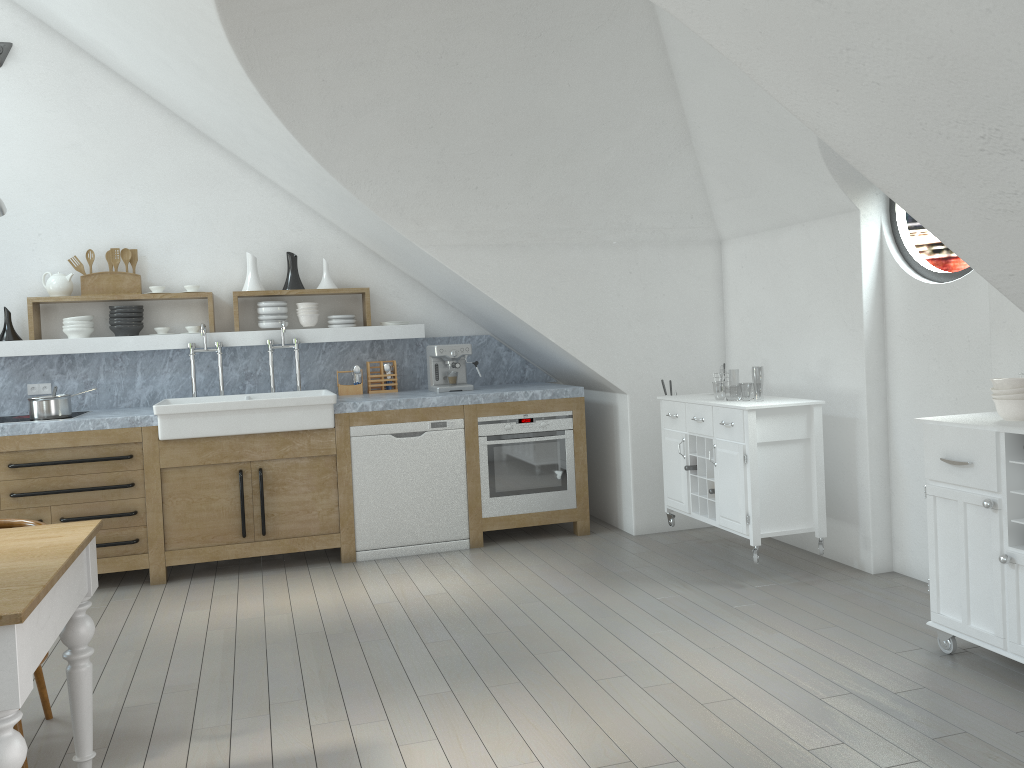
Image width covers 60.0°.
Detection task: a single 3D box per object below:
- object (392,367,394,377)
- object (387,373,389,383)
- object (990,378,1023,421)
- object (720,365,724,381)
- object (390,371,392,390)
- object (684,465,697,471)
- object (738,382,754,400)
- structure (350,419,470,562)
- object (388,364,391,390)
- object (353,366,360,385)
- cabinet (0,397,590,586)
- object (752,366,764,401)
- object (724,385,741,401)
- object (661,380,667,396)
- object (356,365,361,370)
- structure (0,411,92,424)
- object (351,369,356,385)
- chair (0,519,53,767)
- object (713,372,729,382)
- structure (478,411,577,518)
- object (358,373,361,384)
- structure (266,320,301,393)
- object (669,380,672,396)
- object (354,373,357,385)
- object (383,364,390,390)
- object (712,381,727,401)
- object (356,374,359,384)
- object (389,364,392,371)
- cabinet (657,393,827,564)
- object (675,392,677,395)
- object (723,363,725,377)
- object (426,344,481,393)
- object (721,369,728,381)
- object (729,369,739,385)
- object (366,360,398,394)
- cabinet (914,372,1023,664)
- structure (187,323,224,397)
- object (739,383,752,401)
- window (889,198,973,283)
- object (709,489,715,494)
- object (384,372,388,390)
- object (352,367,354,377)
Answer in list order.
[{"bbox_3d":[-0.837,-0.035,6.183,0.044,0.178,0.019,-4,2,-39],"label":"object"},{"bbox_3d":[-0.862,-0.042,6.174,0.018,0.196,0.023,-3,1,-9],"label":"object"},{"bbox_3d":[1.864,0.056,3.291,0.158,0.160,0.154,-2,2,12],"label":"object"},{"bbox_3d":[1.258,-0.033,5.314,0.024,0.164,0.039,-3,1,-4],"label":"object"},{"bbox_3d":[-0.842,-0.043,6.163,0.022,0.196,0.019,-3,1,-15],"label":"object"},{"bbox_3d":[1.128,0.471,5.036,0.317,0.085,0.082,-3,2,-16],"label":"object"},{"bbox_3d":[1.295,0.041,4.859,0.093,0.093,0.094,-4,2,-29],"label":"object"},{"bbox_3d":[-0.702,0.634,5.710,0.724,0.822,0.599,-3,2,-16],"label":"structure"},{"bbox_3d":[-0.850,-0.042,6.156,0.018,0.196,0.020,-3,1,6],"label":"object"},{"bbox_3d":[-1.054,-0.031,6.064,0.040,0.192,0.042,-2,1,20],"label":"object"},{"bbox_3d":[-2.716,0.766,5.284,6.431,1.021,1.004,-4,2,-16],"label":"cabinet"},{"bbox_3d":[1.313,0.001,4.726,0.063,0.187,0.063,-4,2,-31],"label":"object"},{"bbox_3d":[1.206,0.051,4.837,0.077,0.085,0.077,-4,2,-29],"label":"object"},{"bbox_3d":[0.970,0.106,5.491,0.029,0.268,0.088,-4,2,-43],"label":"object"},{"bbox_3d":[-1.068,-0.033,6.110,0.040,0.192,0.042,-2,1,21],"label":"object"},{"bbox_3d":[-2.902,0.224,5.175,0.737,0.041,0.648,-4,3,-16],"label":"structure"},{"bbox_3d":[-1.081,-0.017,6.068,0.019,0.178,0.044,-2,2,39],"label":"object"},{"bbox_3d":[-1.822,0.872,2.964,0.527,0.734,0.621,-3,2,-20],"label":"chair"},{"bbox_3d":[1.263,-0.001,5.339,0.067,0.137,0.101,-3,2,-16],"label":"object"},{"bbox_3d":[0.019,0.494,5.917,0.632,0.636,0.631,-3,2,-16],"label":"structure"},{"bbox_3d":[-1.044,-0.019,6.074,0.019,0.178,0.044,-3,2,-32],"label":"object"},{"bbox_3d":[-1.445,-0.150,5.792,0.214,0.529,0.332,-4,2,-36],"label":"structure"},{"bbox_3d":[0.985,0.108,5.438,0.029,0.268,0.088,-2,1,10],"label":"object"},{"bbox_3d":[-1.075,-0.028,6.096,0.018,0.196,0.020,-3,1,-7],"label":"object"},{"bbox_3d":[-0.861,-0.044,6.143,0.040,0.192,0.042,-2,2,34],"label":"object"},{"bbox_3d":[1.149,0.040,4.902,0.081,0.105,0.082,-3,2,-3],"label":"object"},{"bbox_3d":[-1.060,-0.028,6.081,0.018,0.196,0.023,-3,1,-21],"label":"object"},{"bbox_3d":[-0.864,-0.046,6.192,0.040,0.192,0.042,-2,2,33],"label":"object"},{"bbox_3d":[1.239,0.476,4.995,0.497,0.788,1.135,-3,3,-16],"label":"cabinet"},{"bbox_3d":[1.014,0.167,5.455,0.038,0.262,0.038,-2,1,16],"label":"object"},{"bbox_3d":[1.263,-0.037,5.349,0.054,0.175,0.039,-3,1,-16],"label":"object"},{"bbox_3d":[-0.378,-0.109,5.996,0.324,0.320,0.387,-3,2,-16],"label":"object"},{"bbox_3d":[1.270,-0.021,5.339,0.029,0.137,0.097,-3,2,-13],"label":"object"},{"bbox_3d":[1.229,0.004,4.898,0.048,0.169,0.048,-3,2,-29],"label":"object"},{"bbox_3d":[-0.905,-0.051,6.171,0.200,0.223,0.104,-3,2,-16],"label":"object"},{"bbox_3d":[2.021,0.477,3.007,0.610,1.153,1.243,-3,2,-16],"label":"cabinet"},{"bbox_3d":[-1.913,-0.120,5.654,0.214,0.529,0.332,-4,2,-36],"label":"structure"},{"bbox_3d":[1.260,0.045,4.775,0.071,0.098,0.071,-2,2,7],"label":"object"},{"bbox_3d":[2.090,-0.882,4.200,0.060,0.899,0.900,-3,2,-16],"label":"window"},{"bbox_3d":[1.225,0.578,4.859,0.317,0.083,0.082,-4,2,-17],"label":"object"},{"bbox_3d":[-0.875,-0.033,6.184,0.019,0.178,0.044,-3,1,-19],"label":"object"},{"bbox_3d":[-1.082,-0.028,6.087,0.022,0.196,0.019,-3,1,-28],"label":"object"}]
